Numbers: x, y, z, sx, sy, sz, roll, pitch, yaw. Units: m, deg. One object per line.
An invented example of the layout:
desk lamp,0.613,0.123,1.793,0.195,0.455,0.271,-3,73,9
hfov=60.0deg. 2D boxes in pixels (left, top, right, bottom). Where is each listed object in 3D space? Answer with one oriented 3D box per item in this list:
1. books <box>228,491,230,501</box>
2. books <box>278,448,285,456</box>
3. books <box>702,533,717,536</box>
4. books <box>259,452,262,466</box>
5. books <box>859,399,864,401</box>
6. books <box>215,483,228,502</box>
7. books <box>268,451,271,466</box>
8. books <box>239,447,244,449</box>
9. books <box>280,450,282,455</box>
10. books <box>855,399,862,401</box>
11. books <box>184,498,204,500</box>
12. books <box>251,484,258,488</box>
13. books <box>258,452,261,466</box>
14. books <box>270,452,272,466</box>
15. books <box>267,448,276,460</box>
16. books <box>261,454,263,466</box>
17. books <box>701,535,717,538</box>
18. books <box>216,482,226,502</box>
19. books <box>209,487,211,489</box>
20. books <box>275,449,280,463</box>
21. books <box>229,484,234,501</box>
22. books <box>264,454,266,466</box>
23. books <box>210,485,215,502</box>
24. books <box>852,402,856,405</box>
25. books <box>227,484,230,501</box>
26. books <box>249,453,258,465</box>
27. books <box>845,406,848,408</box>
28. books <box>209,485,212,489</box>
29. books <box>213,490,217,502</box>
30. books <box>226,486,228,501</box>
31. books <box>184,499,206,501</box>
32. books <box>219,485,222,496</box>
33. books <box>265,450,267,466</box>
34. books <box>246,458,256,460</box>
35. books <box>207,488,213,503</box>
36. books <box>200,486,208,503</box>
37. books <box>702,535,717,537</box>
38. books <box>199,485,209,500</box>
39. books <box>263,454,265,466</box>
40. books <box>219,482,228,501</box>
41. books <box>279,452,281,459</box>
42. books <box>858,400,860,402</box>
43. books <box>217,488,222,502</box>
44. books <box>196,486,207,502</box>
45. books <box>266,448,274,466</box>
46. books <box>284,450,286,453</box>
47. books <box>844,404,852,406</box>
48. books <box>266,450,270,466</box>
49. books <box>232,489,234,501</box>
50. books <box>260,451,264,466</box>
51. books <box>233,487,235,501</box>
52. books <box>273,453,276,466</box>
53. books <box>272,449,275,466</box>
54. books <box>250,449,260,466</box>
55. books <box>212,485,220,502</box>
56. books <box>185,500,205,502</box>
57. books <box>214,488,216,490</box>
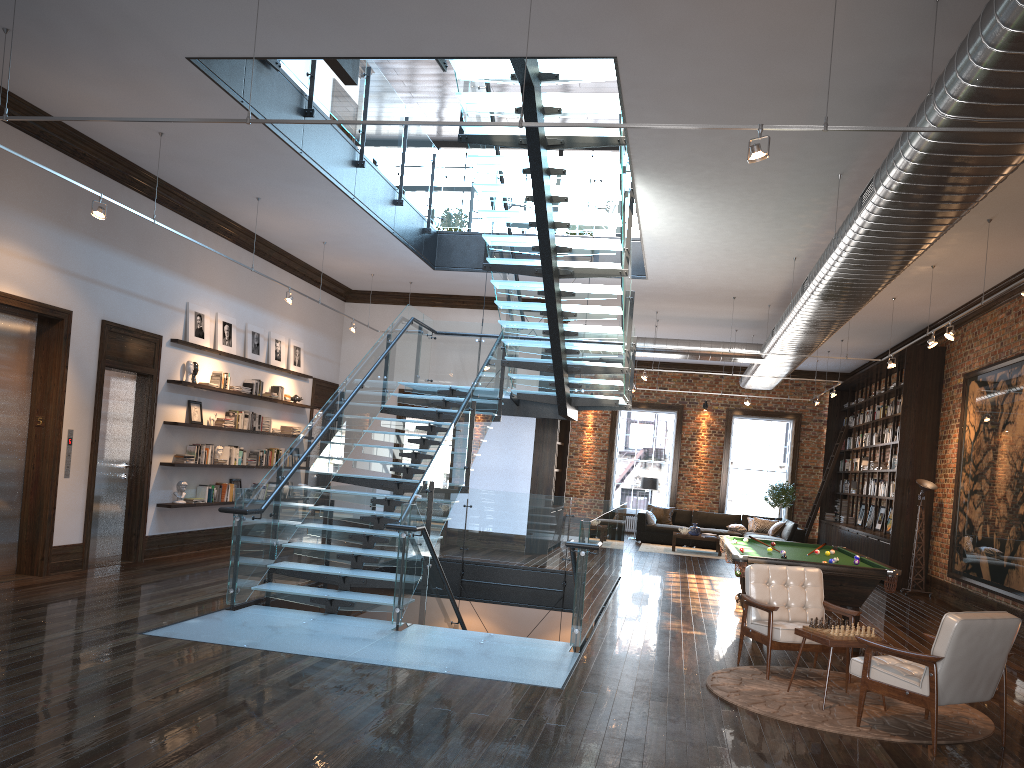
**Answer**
books,-3.963,1.514,12.245,0.135,0.201,0.025,4,0,11
books,-3.617,1.136,13.797,0.145,0.281,0.006,5,0,11
books,4.133,3.157,18.588,0.205,0.028,0.263,0,-7,43
books,-3.761,1.098,13.037,0.163,0.198,0.029,4,0,11
books,7.831,0.359,19.589,0.232,0.006,0.290,4,-5,7
books,-3.977,1.476,12.072,0.176,0.244,0.082,4,-1,11
books,-3.716,1.119,13.381,0.142,0.224,0.014,4,0,11
books,-3.873,1.021,12.569,0.123,0.249,0.010,5,0,11
books,-3.647,1.149,13.792,0.119,0.250,0.013,5,0,11
books,7.943,0.377,20.120,0.216,0.018,0.378,4,-5,9
books,-4.113,1.486,11.487,0.142,0.011,0.256,4,-5,12
books,-3.808,1.589,13.080,0.140,0.224,0.136,4,-2,11
books,-3.774,1.091,13.019,0.154,0.206,0.010,4,0,11
books,-3.718,1.126,13.429,0.156,0.218,0.013,4,0,11
books,-3.673,1.118,13.528,0.144,0.259,0.019,5,0,11
books,-3.758,1.111,13.065,0.157,0.177,0.029,4,0,11
books,4.050,3.148,18.258,0.262,0.024,0.206,6,-5,-12
books,-3.990,1.476,12.131,0.140,0.251,0.012,5,0,11
books,-4.066,1.460,11.756,0.130,0.204,0.031,4,0,11
books,-3.649,1.126,13.589,0.160,0.258,0.019,4,0,11
books,-3.939,1.497,12.267,0.167,0.242,0.026,4,0,11
books,-3.742,1.126,13.241,0.128,0.181,0.012,4,0,11
books,-4.035,1.457,11.794,0.151,0.221,0.011,4,0,11
books,8.004,0.456,20.508,0.229,0.033,0.274,3,-5,14
books,-3.965,1.495,12.214,0.147,0.232,0.036,4,0,11
books,-3.794,1.101,12.978,0.128,0.175,0.050,4,-1,11
books,8.181,0.554,21.438,0.213,0.014,0.358,4,-5,7
books,-4.054,1.455,11.781,0.114,0.219,0.022,5,0,11
books,-4.023,1.487,11.812,0.166,0.168,0.029,4,0,11
books,-3.976,1.487,12.185,0.136,0.243,0.026,5,0,11
books,-4.108,1.497,11.486,0.141,0.011,0.289,3,-5,14
books,-4.003,1.480,12.024,0.136,0.222,0.021,4,0,11
books,-3.729,1.106,13.279,0.115,0.229,0.025,5,0,11
books,-3.819,1.079,12.802,0.142,0.011,0.258,3,-5,14
books,-4.040,1.468,11.710,0.167,0.184,0.029,4,0,11
books,-4.068,1.448,11.656,0.132,0.209,0.024,4,0,11
books,4.131,3.184,18.596,0.205,0.024,0.263,0,-7,45
books,-4.069,1.443,11.685,0.126,0.225,0.031,5,0,11
books,-3.746,1.124,13.204,0.131,0.178,0.035,4,0,11
books,-3.976,1.480,12.159,0.128,0.251,0.025,5,0,11
books,-3.639,1.154,13.642,0.166,0.213,0.027,4,0,11
books,7.945,0.398,20.119,0.205,0.024,0.249,3,-5,14
books,-4.003,1.495,11.970,0.152,0.183,0.030,4,0,11
books,-4.077,1.449,11.640,0.130,0.203,0.011,4,0,11
books,-3.688,1.111,13.455,0.128,0.259,0.035,5,0,11
books,-3.616,1.152,13.828,0.169,0.254,0.035,4,0,11
books,8.178,0.512,21.439,0.230,0.015,0.314,4,-5,7
books,-3.716,1.108,13.322,0.135,0.235,0.014,5,0,11
books,-3.945,1.532,12.329,0.159,0.183,0.011,4,0,11
books,-3.744,1.094,13.084,0.164,0.216,0.012,4,0,11
books,-3.938,1.530,12.348,0.154,0.191,0.028,4,0,11
books,-3.681,1.144,13.512,0.159,0.204,0.015,4,0,11
books,-3.679,1.114,13.479,0.128,0.259,0.035,5,0,11
books,-3.778,1.078,13.008,0.142,0.228,0.014,4,0,11
books,-4.016,1.469,11.927,0.139,0.225,0.060,4,-1,11
books,-4.111,1.507,11.486,0.142,0.011,0.257,4,-5,8
books,-4.043,1.479,11.859,0.126,0.189,0.056,4,-1,11
